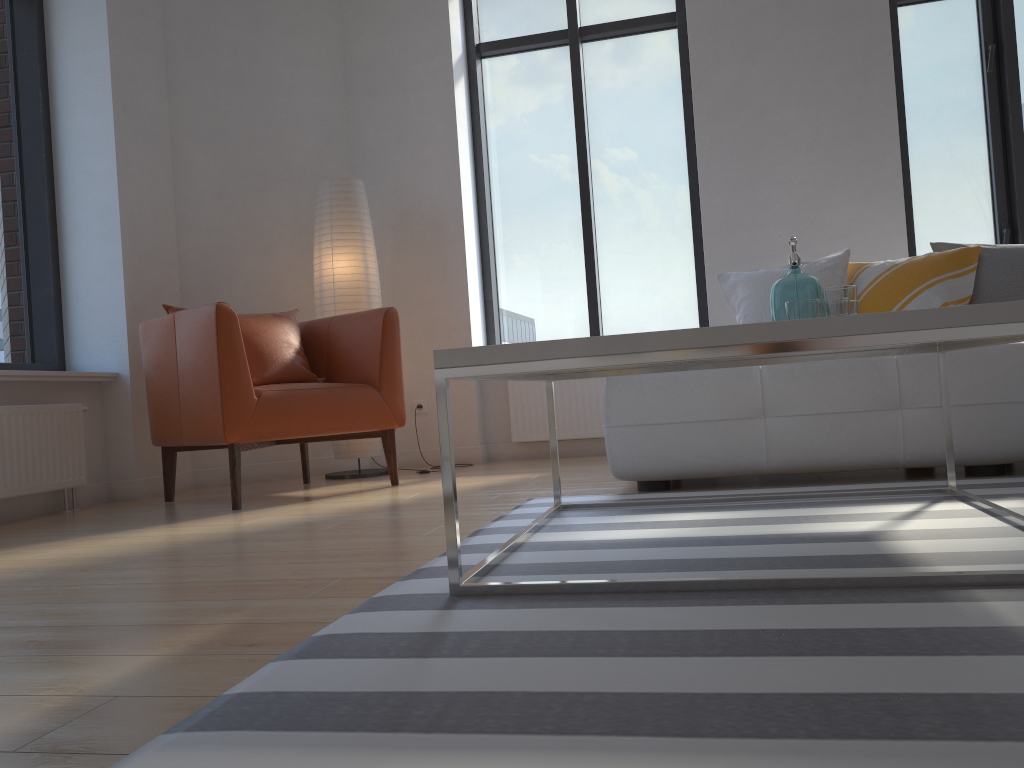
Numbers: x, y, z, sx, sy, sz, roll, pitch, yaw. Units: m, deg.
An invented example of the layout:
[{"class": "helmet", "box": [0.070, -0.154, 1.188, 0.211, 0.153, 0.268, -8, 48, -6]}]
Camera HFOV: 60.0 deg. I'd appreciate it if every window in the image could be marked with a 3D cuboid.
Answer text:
[{"class": "window", "box": [2.663, -1.564, 4.753, 1.310, 2.402, 0.170, -4, -1, 13]}, {"class": "window", "box": [0.423, -1.398, 5.255, 1.310, 2.402, 0.170, -4, -1, 13]}, {"class": "window", "box": [-2.495, -1.225, 3.296, 0.170, 2.402, 1.960, -4, -1, 13]}]

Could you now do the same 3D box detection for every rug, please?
[{"class": "rug", "box": [0.608, 0.330, 1.712, 1.662, 0.016, 2.326, -4, -1, 12]}]

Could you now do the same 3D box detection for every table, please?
[{"class": "table", "box": [0.525, 0.118, 1.970, 1.091, 0.435, 1.091, -4, -1, 13]}]

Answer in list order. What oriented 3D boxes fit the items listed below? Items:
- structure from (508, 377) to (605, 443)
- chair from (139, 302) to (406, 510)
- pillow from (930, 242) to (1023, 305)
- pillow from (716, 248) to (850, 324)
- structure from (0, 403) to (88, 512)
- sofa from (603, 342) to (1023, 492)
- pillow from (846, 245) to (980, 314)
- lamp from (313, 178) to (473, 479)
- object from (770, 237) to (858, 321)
[{"class": "structure", "box": [0.490, 0.166, 4.902, 1.015, 0.460, 0.110, -4, -1, 13]}, {"class": "chair", "box": [-1.070, 0.058, 3.912, 0.843, 0.858, 0.896, -5, -1, 45]}, {"class": "pillow", "box": [1.911, -0.389, 2.128, 0.647, 0.453, 2.953, -4, -1, 0]}, {"class": "pillow", "box": [1.641, -0.354, 3.031, 2.156, 0.456, 0.580, -5, -1, 39]}, {"class": "structure", "box": [-2.057, 0.318, 3.230, 0.110, 0.460, 1.474, -4, -1, 13]}, {"class": "sofa", "box": [1.457, -0.081, 2.236, 2.614, 0.732, 3.424, -4, -1, 13]}, {"class": "pillow", "box": [1.842, -0.354, 2.783, 0.630, 0.440, 2.095, -3, -1, -30]}, {"class": "lamp", "box": [-0.627, -0.305, 4.727, 0.804, 1.550, 0.502, -4, -1, -27]}, {"class": "object", "box": [0.702, -0.242, 2.171, 0.330, 0.265, 0.330, -5, -1, 37]}]
